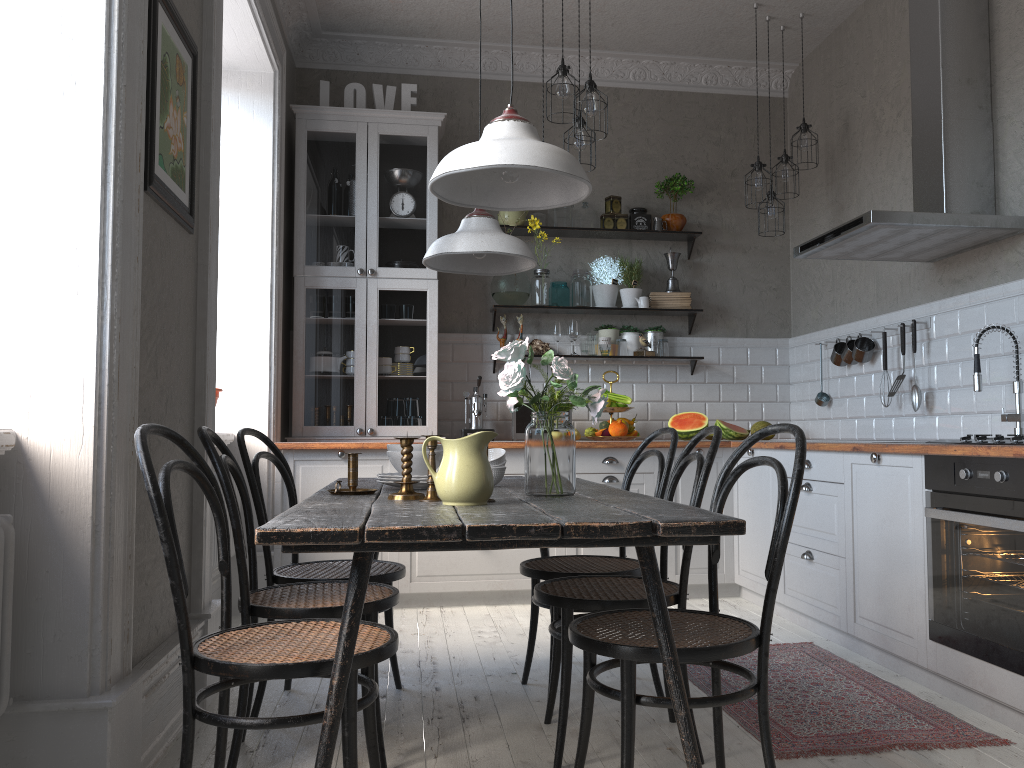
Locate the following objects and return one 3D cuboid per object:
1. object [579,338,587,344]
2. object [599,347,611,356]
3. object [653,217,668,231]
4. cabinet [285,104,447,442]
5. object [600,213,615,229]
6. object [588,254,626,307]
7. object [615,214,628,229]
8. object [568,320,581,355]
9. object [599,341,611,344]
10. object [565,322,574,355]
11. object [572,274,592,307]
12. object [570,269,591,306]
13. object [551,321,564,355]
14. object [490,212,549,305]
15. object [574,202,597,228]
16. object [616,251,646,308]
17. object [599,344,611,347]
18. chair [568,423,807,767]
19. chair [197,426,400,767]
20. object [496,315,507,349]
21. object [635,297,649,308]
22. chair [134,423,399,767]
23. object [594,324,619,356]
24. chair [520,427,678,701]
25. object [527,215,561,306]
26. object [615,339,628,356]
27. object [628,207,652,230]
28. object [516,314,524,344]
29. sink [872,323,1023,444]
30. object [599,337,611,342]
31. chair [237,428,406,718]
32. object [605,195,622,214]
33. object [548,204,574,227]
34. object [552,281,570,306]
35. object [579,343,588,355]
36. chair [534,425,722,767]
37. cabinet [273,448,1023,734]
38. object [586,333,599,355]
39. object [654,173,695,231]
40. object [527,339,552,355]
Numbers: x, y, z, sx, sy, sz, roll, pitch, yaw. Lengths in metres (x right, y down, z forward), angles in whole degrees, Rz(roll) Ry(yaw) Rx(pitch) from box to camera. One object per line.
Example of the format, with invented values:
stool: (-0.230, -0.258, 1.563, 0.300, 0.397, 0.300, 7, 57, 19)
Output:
object: (0.460, -0.241, 5.539, 0.077, 0.083, 0.078, -1, -3, 10)
object: (0.572, -0.198, 5.435, 0.078, 0.051, 0.076, 1, -3, -15)
object: (0.925, -0.996, 5.552, 0.094, 0.096, 0.074, 0, -3, -8)
cabinet: (-0.836, -0.601, 5.188, 0.885, 1.921, 0.385, 0, -3, -9)
object: (0.599, -1.003, 5.553, 0.083, 0.113, 0.082, 0, -3, -8)
object: (0.606, -0.639, 5.589, 0.243, 0.354, 0.236, -1, -3, 10)
object: (0.686, -1.003, 5.563, 0.082, 0.113, 0.083, 0, -3, 2)
object: (0.384, -0.281, 5.420, 0.083, 0.217, 0.080, 1, -4, -22)
object: (0.572, -0.233, 5.437, 0.076, 0.051, 0.078, -1, -3, 11)
object: (0.371, -0.276, 5.508, 0.083, 0.217, 0.080, 1, -4, -22)
object: (0.430, -0.570, 5.467, 0.123, 0.206, 0.126, -1, -3, 15)
object: (0.436, -0.589, 5.620, 0.132, 0.264, 0.131, 0, -3, -2)
object: (0.284, -0.277, 5.499, 0.083, 0.217, 0.080, 1, -4, -22)
object: (-0.005, -0.810, 5.401, 0.341, 0.674, 0.331, 3, -4, -39)
object: (0.468, -1.050, 5.637, 0.137, 0.220, 0.143, -3, -4, 42)
object: (0.744, -0.653, 5.559, 0.166, 0.380, 0.188, -3, -5, 43)
object: (0.572, -0.216, 5.436, 0.078, 0.051, 0.076, 1, -3, -15)
chair: (0.404, 0.551, 2.058, 0.554, 0.920, 0.434, 1, -3, -11)
chair: (-0.592, 0.578, 2.474, 0.554, 0.920, 0.434, 1, -3, -11)
object: (-0.058, -0.299, 5.446, 0.054, 0.264, 0.060, 2, -4, -37)
object: (0.817, -0.503, 5.498, 0.104, 0.071, 0.063, -1, -4, 22)
chair: (-0.524, 0.546, 1.927, 0.550, 0.920, 0.437, 0, -3, -1)
object: (0.593, -0.274, 5.570, 0.159, 0.217, 0.153, 2, -4, -28)
chair: (0.300, 0.610, 3.064, 0.554, 0.920, 0.434, 1, -3, -11)
object: (0.173, -0.743, 5.381, 0.194, 0.540, 0.277, 1, -3, -16)
object: (0.680, -0.223, 5.509, 0.078, 0.108, 0.077, 1, -3, -14)
object: (0.803, -1.029, 5.633, 0.143, 0.174, 0.141, 0, -3, -8)
object: (0.048, -0.300, 5.447, 0.052, 0.264, 0.062, -2, -4, 28)
sink: (1.758, 0.119, 3.434, 0.531, 0.720, 0.483, 0, -3, -8)
object: (0.572, -0.258, 5.438, 0.078, 0.051, 0.076, 1, -4, -22)
chair: (-0.631, 0.606, 2.956, 0.548, 0.920, 0.439, 0, -3, 4)
object: (0.634, -1.115, 5.552, 0.084, 0.113, 0.081, 2, -4, -28)
object: (0.300, -1.040, 5.514, 0.169, 0.184, 0.175, -2, -4, 31)
object: (0.297, -0.549, 5.534, 0.126, 0.172, 0.125, 0, -3, -4)
object: (0.460, -0.208, 5.537, 0.077, 0.083, 0.078, -1, -3, 10)
chair: (0.338, 0.582, 2.584, 0.550, 0.920, 0.437, 0, -3, -1)
cabinet: (0.912, 0.695, 4.070, 4.109, 0.854, 2.029, -3, -4, 38)
object: (0.499, -0.240, 5.469, 0.080, 0.139, 0.077, 2, -4, -35)
object: (1.040, -1.142, 5.630, 0.258, 0.397, 0.244, -1, -3, 17)
object: (0.154, -0.225, 5.434, 0.180, 0.111, 0.094, 2, -4, -31)
